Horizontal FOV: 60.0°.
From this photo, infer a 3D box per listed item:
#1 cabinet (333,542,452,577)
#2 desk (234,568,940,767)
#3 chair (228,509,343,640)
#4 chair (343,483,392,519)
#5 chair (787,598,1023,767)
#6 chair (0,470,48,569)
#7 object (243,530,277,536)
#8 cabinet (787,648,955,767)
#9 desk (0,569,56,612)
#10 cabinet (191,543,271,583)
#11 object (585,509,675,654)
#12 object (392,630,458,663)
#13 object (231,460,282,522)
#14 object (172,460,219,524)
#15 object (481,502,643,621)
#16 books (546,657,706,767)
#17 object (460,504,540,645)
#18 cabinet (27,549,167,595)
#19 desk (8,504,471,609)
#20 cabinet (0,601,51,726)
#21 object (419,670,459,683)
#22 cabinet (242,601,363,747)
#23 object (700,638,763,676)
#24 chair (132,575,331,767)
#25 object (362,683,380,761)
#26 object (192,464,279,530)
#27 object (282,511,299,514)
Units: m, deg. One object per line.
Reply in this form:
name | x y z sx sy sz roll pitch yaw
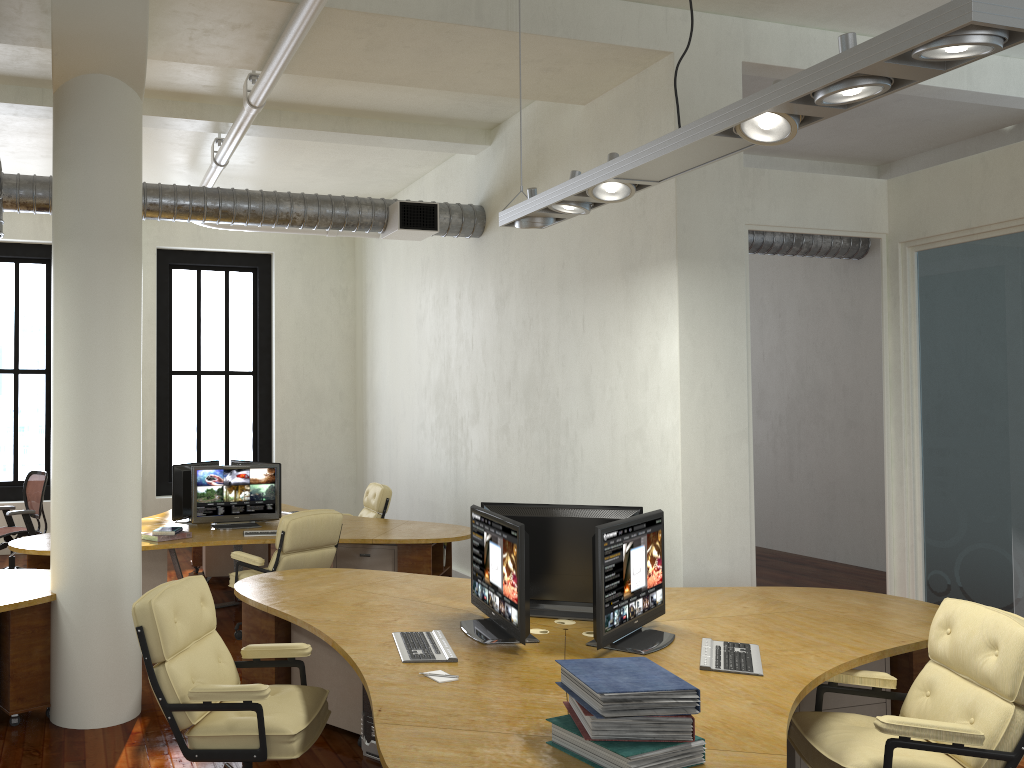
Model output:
cabinet | -1.039 1.653 7.740 0.937 0.709 0.840 -1 -2 13
desk | -0.079 1.534 4.449 3.855 0.734 3.509 -2 -2 39
chair | -1.781 1.476 6.945 0.858 1.021 0.647 -2 -2 38
chair | -1.669 1.540 9.160 0.744 1.021 0.752 0 -2 -17
chair | 1.515 1.358 3.395 0.797 1.021 0.703 -1 -2 3
chair | -7.065 1.420 6.522 1.039 1.158 7.173 -2 -2 34
object | -2.024 1.255 7.470 0.463 0.016 0.235 0 -2 -9
cabinet | 1.561 1.549 4.562 0.835 0.709 0.941 0 -2 -22
desk | -4.597 1.554 4.475 3.725 0.734 3.652 -1 -2 16
cabinet | -3.026 1.716 9.628 0.844 0.709 0.933 0 -2 -17
object | 0.546 0.874 3.975 0.319 0.552 0.733 -2 -2 31
object | -0.389 1.144 3.883 0.224 0.016 0.485 0 -2 -11
object | -2.462 1.019 8.517 0.890 0.552 0.263 -2 -2 43
object | -2.984 1.017 8.380 0.309 0.552 0.758 -1 -2 15
object | 0.247 0.891 4.535 0.854 0.552 0.274 -1 -2 17
books | 0.332 1.002 2.695 0.403 0.227 0.473 0 -2 -11
object | -0.081 0.881 4.143 0.280 0.552 0.838 0 -2 -16
cabinet | -3.389 1.650 7.290 0.974 0.709 0.802 -2 -2 43
desk | -2.637 1.666 8.601 3.717 0.734 3.667 0 -2 -16
cabinet | -3.250 1.588 5.209 0.803 0.709 0.974 1 -2 -45
object | -0.285 1.132 3.443 0.101 0.015 0.146 1 -2 -35
cabinet | -0.966 1.578 5.185 0.978 0.709 0.799 -2 -2 38
object | 0.912 1.133 3.699 0.244 0.016 0.446 -1 -2 15
chair | -1.190 1.383 3.857 0.810 1.021 0.691 -1 -2 8
object | -0.580 1.711 4.702 0.198 0.411 0.433 -2 -2 37
object | -2.465 1.002 7.938 0.751 0.552 0.312 0 -2 -24
object | -2.078 1.296 8.852 0.207 0.016 0.523 1 -2 -43
